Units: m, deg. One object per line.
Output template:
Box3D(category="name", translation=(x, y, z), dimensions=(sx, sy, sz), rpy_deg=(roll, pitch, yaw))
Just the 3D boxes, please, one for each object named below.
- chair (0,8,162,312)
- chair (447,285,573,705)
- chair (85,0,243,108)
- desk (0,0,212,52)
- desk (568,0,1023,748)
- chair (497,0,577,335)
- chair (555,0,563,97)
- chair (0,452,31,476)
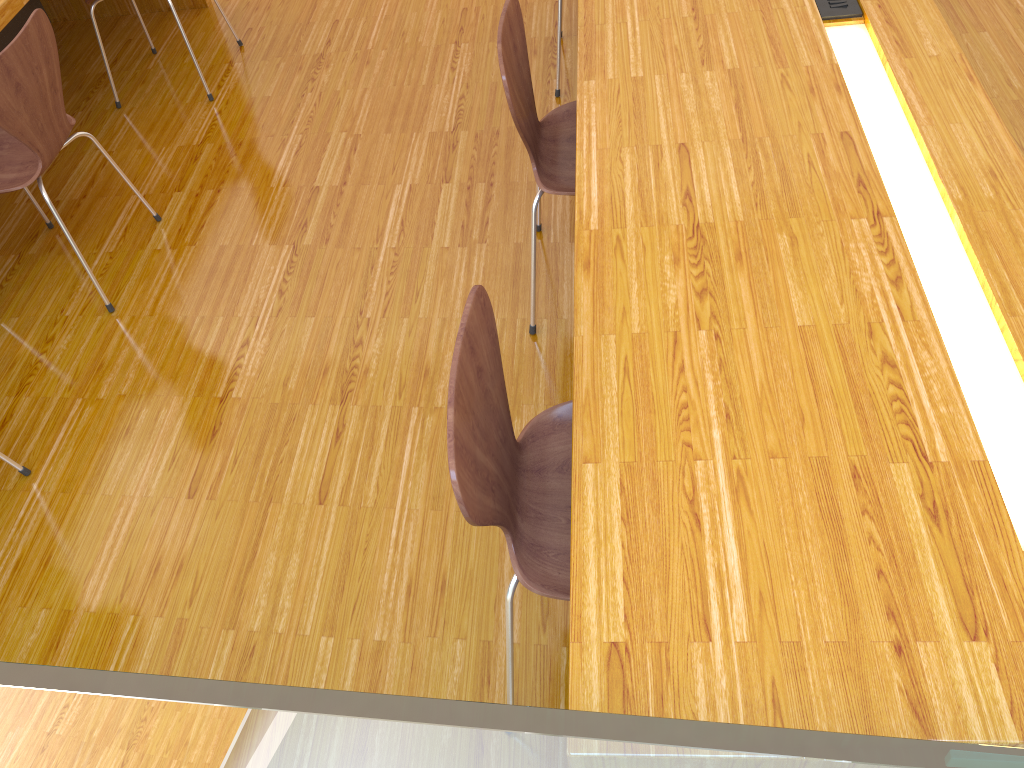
Box3D(category="chair", translation=(-1.326, -0.582, 2.384), dimensions=(0.381, 0.693, 0.428), rpy_deg=(-2, 48, 7))
Box3D(category="chair", translation=(0.146, 0.202, 1.431), dimensions=(0.381, 0.693, 0.428), rpy_deg=(-2, 48, 7))
Box3D(category="chair", translation=(-1.302, -1.412, 3.135), dimensions=(0.381, 0.693, 0.428), rpy_deg=(-2, 48, 7))
Box3D(category="desk", translation=(-1.795, -0.650, 2.587), dimensions=(0.760, 0.606, 3.185), rpy_deg=(-2, 48, 7))
Box3D(category="desk", translation=(0.838, -0.507, 2.242), dimensions=(1.285, 0.918, 3.236), rpy_deg=(-2, 48, 7))
Box3D(category="chair", translation=(0.200, -0.519, 2.079), dimensions=(0.381, 0.693, 0.428), rpy_deg=(-2, 48, 7))
Box3D(category="chair", translation=(0.300, -1.352, 2.821), dimensions=(0.381, 0.693, 0.428), rpy_deg=(-2, 48, 7))
Box3D(category="chair", translation=(-1.380, 0.140, 1.736), dimensions=(0.381, 0.693, 0.428), rpy_deg=(-2, 48, 7))
